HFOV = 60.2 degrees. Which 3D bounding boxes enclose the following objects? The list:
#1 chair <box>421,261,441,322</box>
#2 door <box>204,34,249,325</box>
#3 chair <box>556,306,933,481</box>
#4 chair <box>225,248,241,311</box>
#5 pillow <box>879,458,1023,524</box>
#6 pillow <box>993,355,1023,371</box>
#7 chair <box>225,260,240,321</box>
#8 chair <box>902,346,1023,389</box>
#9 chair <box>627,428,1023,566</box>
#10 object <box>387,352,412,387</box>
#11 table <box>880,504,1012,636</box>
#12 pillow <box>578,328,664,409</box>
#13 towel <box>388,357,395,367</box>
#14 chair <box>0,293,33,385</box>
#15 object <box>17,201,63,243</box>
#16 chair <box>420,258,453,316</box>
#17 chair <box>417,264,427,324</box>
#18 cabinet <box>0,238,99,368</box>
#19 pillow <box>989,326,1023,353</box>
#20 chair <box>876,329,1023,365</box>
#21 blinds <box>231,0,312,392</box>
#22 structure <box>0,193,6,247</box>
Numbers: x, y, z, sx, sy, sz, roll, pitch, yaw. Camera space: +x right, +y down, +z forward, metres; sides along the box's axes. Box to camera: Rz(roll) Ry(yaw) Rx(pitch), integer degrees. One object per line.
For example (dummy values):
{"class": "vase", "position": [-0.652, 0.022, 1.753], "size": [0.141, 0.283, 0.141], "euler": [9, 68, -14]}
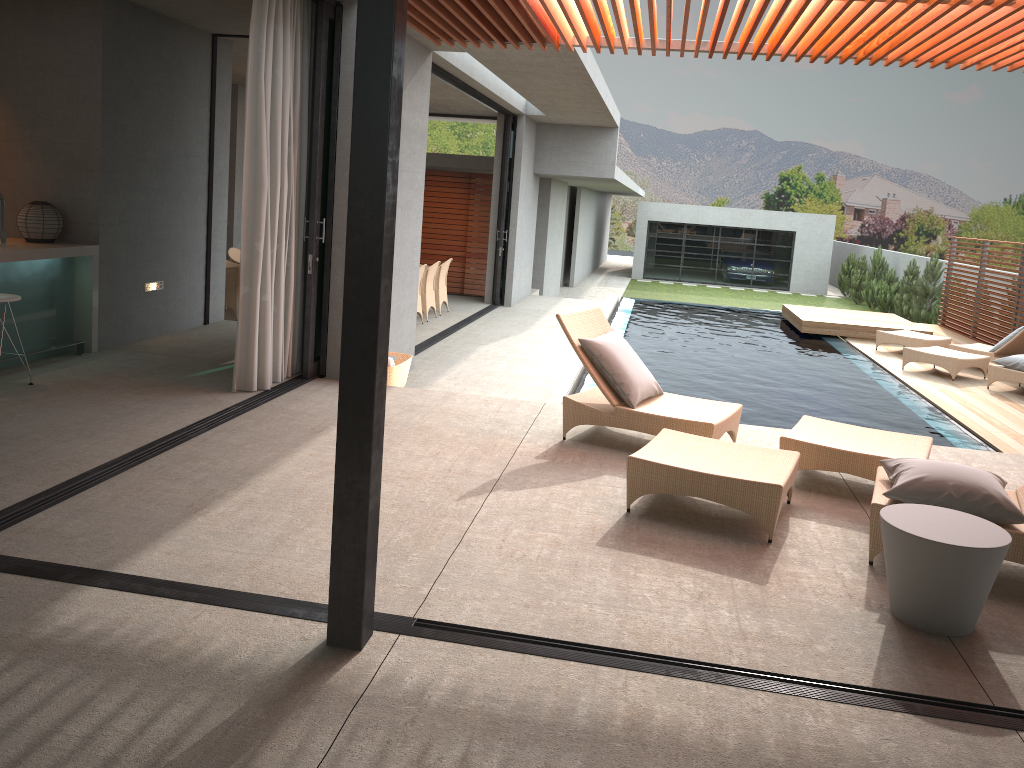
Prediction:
{"class": "chair", "position": [-1.379, -1.379, 12.811], "size": [0.631, 0.854, 0.624], "euler": [6, 9, 9]}
{"class": "door", "position": [-2.478, 0.071, 2.621], "size": [5.769, 4.423, 15.533], "euler": [1, 12, -18]}
{"class": "chair", "position": [1.411, 0.076, 5.612], "size": [2.306, 0.818, 0.705], "euler": [10, 11, 28]}
{"class": "chair", "position": [-3.661, -1.462, 12.414], "size": [0.631, 0.854, 0.624], "euler": [6, 9, 9]}
{"class": "pillow", "position": [2.064, 0.480, 4.185], "size": [0.595, 0.192, 0.601], "euler": [8, 12, 20]}
{"class": "pillow", "position": [6.159, -0.243, 10.505], "size": [0.596, 0.192, 0.600], "euler": [-4, 14, -34]}
{"class": "chair", "position": [-3.786, -1.319, 11.690], "size": [0.631, 0.854, 0.624], "euler": [6, 9, 9]}
{"class": "chair", "position": [6.023, -0.373, 10.803], "size": [0.700, 0.818, 2.322], "euler": [-1, 12, -30]}
{"class": "chair", "position": [1.777, 0.368, 4.346], "size": [2.304, 0.819, 0.706], "euler": [9, 10, 24]}
{"class": "object", "position": [-1.112, -0.067, 7.414], "size": [0.446, 0.297, 0.688], "euler": [6, 11, 8]}
{"class": "table", "position": [1.706, 0.751, 3.542], "size": [0.474, 0.389, 0.481], "euler": [3, 10, -9]}
{"class": "pillow", "position": [0.744, -0.115, 5.957], "size": [0.429, 0.422, 0.613], "euler": [9, 11, 27]}
{"class": "towel", "position": [-1.129, -0.093, 7.260], "size": [0.369, 0.308, 0.313], "euler": [6, 10, 10]}
{"class": "chair", "position": [-3.551, -0.285, 6.011], "size": [0.382, 0.617, 0.386], "euler": [6, 9, 9]}
{"class": "object", "position": [-3.862, -1.328, 7.236], "size": [0.340, 0.331, 0.344], "euler": [4, 10, 1]}
{"class": "chair", "position": [-1.254, -1.522, 13.535], "size": [0.631, 0.854, 0.624], "euler": [6, 9, 9]}
{"class": "chair", "position": [-1.504, -1.236, 12.087], "size": [0.631, 0.854, 0.624], "euler": [6, 9, 9]}
{"class": "cabinet", "position": [-4.214, -0.360, 5.469], "size": [0.801, 0.888, 4.171], "euler": [6, 12, 9]}
{"class": "pillow", "position": [6.762, -0.597, 11.789], "size": [0.609, 0.422, 0.432], "euler": [-2, 12, -32]}
{"class": "chair", "position": [6.356, -0.693, 12.441], "size": [0.701, 0.818, 2.322], "euler": [-1, 13, -31]}
{"class": "blinds", "position": [-1.772, -1.450, 6.610], "size": [0.230, 2.903, 0.894], "euler": [5, 8, 5]}
{"class": "structure", "position": [-3.928, -1.254, 6.604], "size": [0.258, 0.437, 0.098], "euler": [6, 8, 9]}
